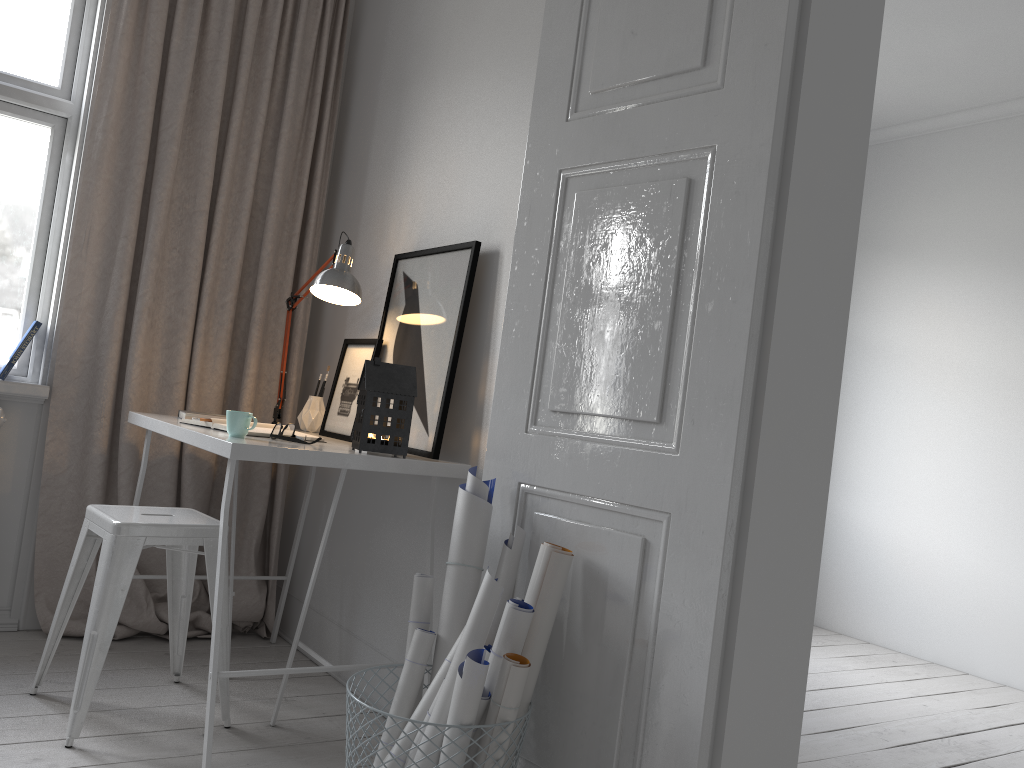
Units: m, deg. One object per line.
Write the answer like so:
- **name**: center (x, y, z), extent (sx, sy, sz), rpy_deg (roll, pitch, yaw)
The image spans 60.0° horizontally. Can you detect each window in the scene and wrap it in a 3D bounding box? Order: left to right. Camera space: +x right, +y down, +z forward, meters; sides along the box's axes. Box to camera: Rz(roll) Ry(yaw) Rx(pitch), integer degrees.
- **window**: center (-1.978, -0.820, 2.823), extent (1.047, 1.537, 0.079), rpy_deg (9, -3, -35)

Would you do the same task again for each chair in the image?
- **chair**: center (-0.997, 0.616, 2.401), extent (0.409, 0.527, 0.407), rpy_deg (10, -3, -39)

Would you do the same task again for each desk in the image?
- **desk**: center (-0.725, 0.537, 2.599), extent (0.641, 0.776, 1.163), rpy_deg (9, -3, -35)

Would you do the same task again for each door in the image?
- **door**: center (0.222, -0.175, 1.878), extent (0.034, 2.326, 0.678), rpy_deg (10, -4, -43)

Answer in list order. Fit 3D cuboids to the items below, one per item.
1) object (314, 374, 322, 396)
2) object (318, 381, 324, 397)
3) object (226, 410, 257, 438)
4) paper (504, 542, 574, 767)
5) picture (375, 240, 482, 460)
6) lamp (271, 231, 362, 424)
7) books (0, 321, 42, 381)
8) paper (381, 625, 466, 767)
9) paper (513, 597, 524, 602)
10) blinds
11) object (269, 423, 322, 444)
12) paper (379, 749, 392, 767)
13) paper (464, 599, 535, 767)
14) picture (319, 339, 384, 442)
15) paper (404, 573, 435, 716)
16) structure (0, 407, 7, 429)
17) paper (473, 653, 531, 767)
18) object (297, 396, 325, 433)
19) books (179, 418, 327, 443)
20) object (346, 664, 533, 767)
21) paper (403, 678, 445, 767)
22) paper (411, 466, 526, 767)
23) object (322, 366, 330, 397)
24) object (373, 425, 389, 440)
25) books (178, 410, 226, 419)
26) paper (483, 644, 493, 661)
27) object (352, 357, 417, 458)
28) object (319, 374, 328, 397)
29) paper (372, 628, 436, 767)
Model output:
- **object**: center (-0.703, 0.064, 3.145), extent (0.008, 0.207, 0.054), rpy_deg (7, -3, 21)
- **object**: center (-0.692, 0.067, 3.149), extent (0.008, 0.207, 0.054), rpy_deg (5, -4, 43)
- **object**: center (-0.684, 0.102, 2.223), extent (0.064, 0.065, 0.082), rpy_deg (9, -3, -36)
- **paper**: center (-0.003, 0.650, 1.788), extent (0.181, 0.669, 0.073), rpy_deg (8, -3, -13)
- **picture**: center (-0.289, -0.105, 2.639), extent (0.062, 0.614, 0.493), rpy_deg (9, -3, -35)
- **lamp**: center (-0.705, -0.140, 2.956), extent (0.164, 0.745, 0.568), rpy_deg (10, -3, -39)
- **books**: center (-1.639, -0.114, 2.951), extent (0.101, 0.211, 0.175), rpy_deg (9, -3, -31)
- **paper**: center (-0.185, 0.683, 1.765), extent (0.244, 0.403, 0.049), rpy_deg (9, -3, -32)
- **paper**: center (-0.076, 0.708, 1.818), extent (0.200, 0.542, 0.047), rpy_deg (9, -3, -31)
- **blinds**: center (-1.079, -0.450, 3.131), extent (0.831, 2.680, 0.225), rpy_deg (9, -3, -35)
- **object**: center (-0.588, 0.130, 2.353), extent (0.133, 0.047, 0.114), rpy_deg (5, -3, 43)
- **paper**: center (-0.187, 0.704, 1.812), extent (0.239, 0.358, 0.047), rpy_deg (8, -3, -20)
- **paper**: center (-0.065, 0.694, 1.737), extent (0.153, 0.553, 0.060), rpy_deg (7, -3, 11)
- **picture**: center (-0.525, 0.015, 2.877), extent (0.062, 0.333, 0.261), rpy_deg (9, -3, -35)
- **paper**: center (-0.217, 0.688, 1.901), extent (0.046, 0.547, 0.166), rpy_deg (8, -3, -11)
- **structure**: center (-2.056, 0.313, 2.658), extent (0.935, 0.600, 0.216), rpy_deg (9, -3, -35)
- **paper**: center (-0.050, 0.742, 1.683), extent (0.123, 0.464, 0.057), rpy_deg (6, -3, 27)
- **object**: center (-0.700, 0.107, 3.132), extent (0.101, 0.126, 0.101), rpy_deg (9, -3, -35)
- **books**: center (-0.754, 0.123, 2.537), extent (0.358, 0.029, 0.290), rpy_deg (5, -3, 41)
- **object**: center (-0.166, 0.790, 1.770), extent (0.374, 0.351, 0.375), rpy_deg (9, -3, -33)
- **paper**: center (-0.166, 0.767, 1.739), extent (0.233, 0.389, 0.078), rpy_deg (8, -3, -4)
- **paper**: center (-0.113, 0.573, 1.795), extent (0.181, 0.794, 0.431), rpy_deg (7, -3, 8)
- **object**: center (-0.676, 0.051, 3.141), extent (0.028, 0.239, 0.023), rpy_deg (9, -3, -37)
- **object**: center (-0.374, 0.147, 2.430), extent (0.078, 0.073, 0.065), rpy_deg (10, -3, -39)
- **books**: center (-0.969, 0.112, 2.889), extent (0.207, 0.024, 0.149), rpy_deg (9, -3, -28)
- **paper**: center (-0.164, 0.736, 1.797), extent (0.253, 0.432, 0.054), rpy_deg (7, -3, 1)
- **object**: center (-0.332, 0.059, 2.313), extent (0.135, 0.248, 0.135), rpy_deg (8, -3, -19)
- **object**: center (-0.681, 0.066, 3.127), extent (0.054, 0.207, 0.008), rpy_deg (5, -3, 38)
- **paper**: center (-0.234, 0.695, 1.855), extent (0.047, 0.361, 0.129), rpy_deg (5, -4, 44)
